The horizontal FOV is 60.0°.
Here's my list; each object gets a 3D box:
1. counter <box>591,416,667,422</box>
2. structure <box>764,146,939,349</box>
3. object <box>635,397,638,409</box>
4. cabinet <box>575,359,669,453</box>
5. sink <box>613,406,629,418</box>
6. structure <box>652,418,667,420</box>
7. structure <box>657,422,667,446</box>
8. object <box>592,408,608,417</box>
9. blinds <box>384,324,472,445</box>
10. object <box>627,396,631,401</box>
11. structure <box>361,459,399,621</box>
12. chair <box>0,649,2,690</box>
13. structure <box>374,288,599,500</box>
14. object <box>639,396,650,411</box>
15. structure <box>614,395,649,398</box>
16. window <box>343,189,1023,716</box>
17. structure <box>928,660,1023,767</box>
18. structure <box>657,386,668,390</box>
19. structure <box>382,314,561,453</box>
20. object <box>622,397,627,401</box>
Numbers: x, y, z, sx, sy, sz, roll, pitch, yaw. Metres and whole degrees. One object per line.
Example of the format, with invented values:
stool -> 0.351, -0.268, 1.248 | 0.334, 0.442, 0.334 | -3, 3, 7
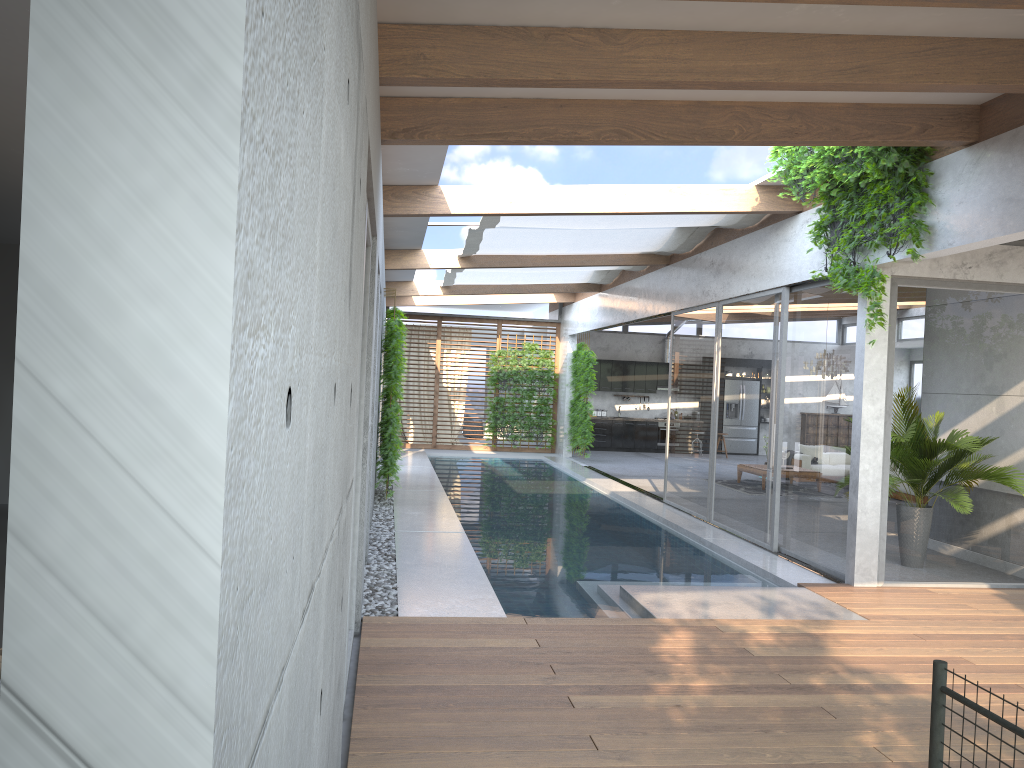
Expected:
counter -> 2.966, 0.892, 22.544 | 3.805, 0.061, 0.607 | 3, 0, -8
structure -> 2.748, -1.310, 7.363 | 0.918, 2.054, 1.822 | 3, 0, -11
object -> 3.203, 0.474, 22.820 | 0.071, 0.325, 0.066 | 3, 0, -8
cabinet -> 4.016, 0.508, 22.710 | 5.901, 2.502, 0.709 | 3, 0, -9
sink -> 2.771, 0.823, 22.518 | 0.526, 0.514, 0.514 | 3, 0, -8
structure -> 3.953, 0.892, 22.685 | 0.605, 0.031, 0.496 | 3, 0, -8
structure -> 3.939, 1.264, 22.665 | 0.587, 0.588, 0.584 | 3, 0, -8
object -> 2.224, 0.728, 22.651 | 0.405, 0.200, 0.147 | 3, 0, -6
blinds -> -1.990, 0.042, 20.885 | 2.087, 2.898, 0.692 | 3, 0, -4
object -> 2.999, 0.372, 22.778 | 0.117, 0.139, 0.093 | 3, 0, 9
structure -> -1.909, 1.514, 12.632 | 0.477, 0.068, 13.673 | 3, 0, -8
chair -> -1.556, 1.144, 2.571 | 0.807, 0.765, 0.797 | 3, 0, 22
structure -> -0.019, 0.186, 15.930 | 2.739, 2.687, 10.282 | 3, 0, 9
object -> 3.417, 0.506, 22.818 | 0.282, 0.380, 0.070 | 3, 0, -8
structure -> 3.085, 0.315, 22.812 | 0.932, 0.046, 0.081 | 3, 0, -8
window -> 4.774, -0.062, 15.670 | 14.294, 3.764, 23.280 | 3, 0, -8
structure -> 9.710, 1.729, 7.697 | 15.587, 3.022, 31.708 | 3, 0, 33
structure -> 3.974, 0.108, 22.791 | 0.599, 0.104, 0.368 | 3, 0, -8
structure -> -1.047, -0.002, 20.660 | 4.313, 3.079, 0.085 | 3, 0, -8
object -> 2.890, 0.367, 22.771 | 0.117, 0.139, 0.093 | 3, 0, -6
